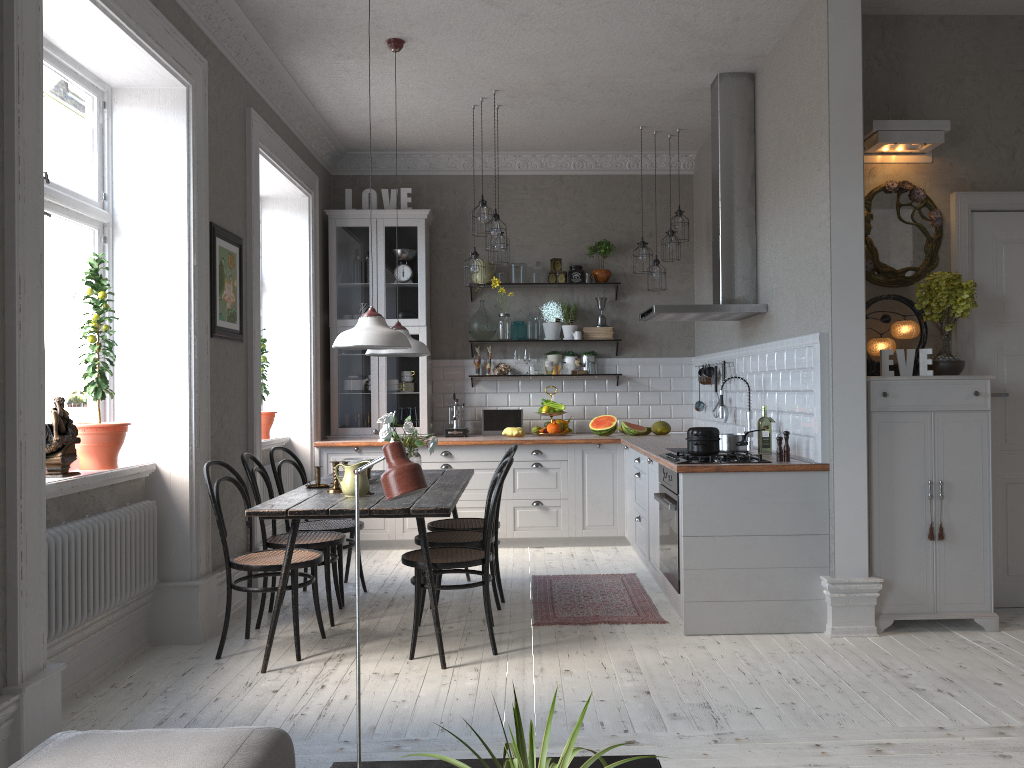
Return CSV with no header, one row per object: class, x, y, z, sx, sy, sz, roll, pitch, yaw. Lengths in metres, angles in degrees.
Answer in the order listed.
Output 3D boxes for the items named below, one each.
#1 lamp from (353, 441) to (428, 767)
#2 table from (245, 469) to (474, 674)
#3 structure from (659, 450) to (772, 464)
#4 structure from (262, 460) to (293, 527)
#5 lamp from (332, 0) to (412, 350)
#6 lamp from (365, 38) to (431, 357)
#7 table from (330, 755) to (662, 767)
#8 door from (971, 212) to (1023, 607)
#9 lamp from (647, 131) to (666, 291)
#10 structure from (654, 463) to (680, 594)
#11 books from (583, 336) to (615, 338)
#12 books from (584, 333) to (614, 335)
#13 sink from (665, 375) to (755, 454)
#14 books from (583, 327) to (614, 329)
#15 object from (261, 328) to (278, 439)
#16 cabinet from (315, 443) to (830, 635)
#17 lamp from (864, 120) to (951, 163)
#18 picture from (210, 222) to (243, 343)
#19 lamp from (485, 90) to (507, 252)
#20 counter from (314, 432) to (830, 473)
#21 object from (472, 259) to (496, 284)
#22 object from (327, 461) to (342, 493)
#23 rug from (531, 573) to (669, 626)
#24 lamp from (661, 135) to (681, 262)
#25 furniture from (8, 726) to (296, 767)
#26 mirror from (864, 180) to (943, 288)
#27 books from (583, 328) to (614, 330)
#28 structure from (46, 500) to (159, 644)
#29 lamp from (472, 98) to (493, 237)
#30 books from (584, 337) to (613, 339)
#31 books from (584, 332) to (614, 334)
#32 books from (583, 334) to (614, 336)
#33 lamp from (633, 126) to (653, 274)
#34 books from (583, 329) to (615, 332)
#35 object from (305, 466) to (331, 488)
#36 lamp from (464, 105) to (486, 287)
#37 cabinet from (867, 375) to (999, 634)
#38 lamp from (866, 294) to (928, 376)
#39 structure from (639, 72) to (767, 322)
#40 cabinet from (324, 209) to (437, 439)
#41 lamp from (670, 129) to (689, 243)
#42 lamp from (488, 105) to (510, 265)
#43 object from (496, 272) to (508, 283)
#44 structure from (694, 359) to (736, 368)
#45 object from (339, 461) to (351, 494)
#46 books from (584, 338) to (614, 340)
lamp,-0.307,0.548,1.995,0.246,0.839,0.141,-1,0,35
table,-0.706,0.920,4.846,0.905,0.735,1.918,-1,0,0
structure,1.093,0.393,4.836,0.497,0.031,0.605,-1,0,0
structure,-1.740,0.788,6.244,0.149,0.428,1.220,-1,0,-1
lamp,-0.690,-1.100,4.318,0.371,1.858,0.387,-1,0,37
lamp,-0.678,-1.093,5.212,0.377,1.858,0.381,-1,0,7
table,-0.049,1.111,1.637,0.850,0.303,1.309,-1,0,0
door,2.914,0.137,4.891,0.752,2.183,0.080,-1,0,-2
lamp,1.149,-1.617,7.088,0.149,1.735,0.144,0,0,-29
structure,1.122,0.757,4.830,0.619,0.623,0.621,-1,0,-1
books,0.757,-0.410,7.729,0.259,0.016,0.159,-1,0,11
books,0.757,-0.431,7.729,0.260,0.011,0.158,-1,0,5
sink,1.242,0.305,5.487,0.529,0.720,0.485,-1,0,-1
books,0.756,-0.485,7.730,0.260,0.011,0.158,-1,0,5
object,-1.855,-0.005,6.493,0.255,0.813,0.264,-1,0,27
cabinet,0.498,0.853,6.258,2.030,0.854,4.105,0,-1,-44
lamp,2.116,-1.310,4.792,0.416,0.171,0.219,-1,0,-1
picture,-1.598,-0.555,4.983,0.020,0.619,0.521,-1,0,1
lamp,-0.119,-1.787,6.085,0.150,1.735,0.143,0,-1,-44
counter,0.040,0.446,6.100,3.165,0.039,3.387,-1,0,0
object,-0.249,-0.964,7.642,0.189,0.216,0.175,-1,0,13
object,-0.905,0.469,4.553,0.097,0.172,0.094,0,0,-19
rug,0.477,1.269,5.297,0.737,0.014,1.288,-1,0,0
lamp,1.284,-1.869,7.200,0.143,1.735,0.150,-1,-1,41
furniture,-0.819,1.021,1.741,0.584,0.476,0.827,-1,0,0
mirror,2.118,-0.829,4.870,0.533,0.593,0.071,-1,0,-2
books,0.757,-0.475,7.729,0.259,0.016,0.158,-1,0,8
structure,-1.771,0.770,3.711,0.149,0.428,1.220,-1,0,-1
lamp,-0.214,-1.915,6.242,0.148,1.735,0.145,0,0,-14
books,0.757,-0.399,7.729,0.260,0.011,0.158,-1,0,5
books,0.757,-0.443,7.729,0.261,0.011,0.158,-1,0,2
books,0.757,-0.421,7.729,0.259,0.016,0.158,-1,0,8
lamp,1.017,-1.739,6.952,0.144,1.735,0.149,-1,0,31
books,0.756,-0.464,7.729,0.259,0.016,0.159,-1,0,11
object,-1.049,0.502,4.788,0.141,0.112,0.138,0,0,-18
lamp,-0.276,-1.574,6.396,0.149,1.735,0.144,0,0,-34
cabinet,2.119,0.608,4.634,0.667,1.297,0.383,-1,0,-1
lamp,2.015,-0.201,4.733,0.447,0.558,0.172,-1,0,6
structure,1.238,-1.240,5.896,0.713,1.595,0.711,-1,0,-1
cabinet,-1.106,-0.484,7.529,0.880,1.921,0.387,-1,0,-1
lamp,1.322,-1.999,7.032,0.149,1.735,0.144,0,0,-29
lamp,-0.102,-1.734,6.399,0.148,1.735,0.145,0,0,-14
object,-0.088,-0.911,7.704,0.103,0.111,0.103,-1,0,-1
structure,1.537,-0.147,6.759,0.094,0.053,1.085,-1,0,1
object,-0.845,0.468,4.483,0.061,0.172,0.063,-1,0,21
books,0.757,-0.388,7.729,0.261,0.011,0.158,-1,0,2
